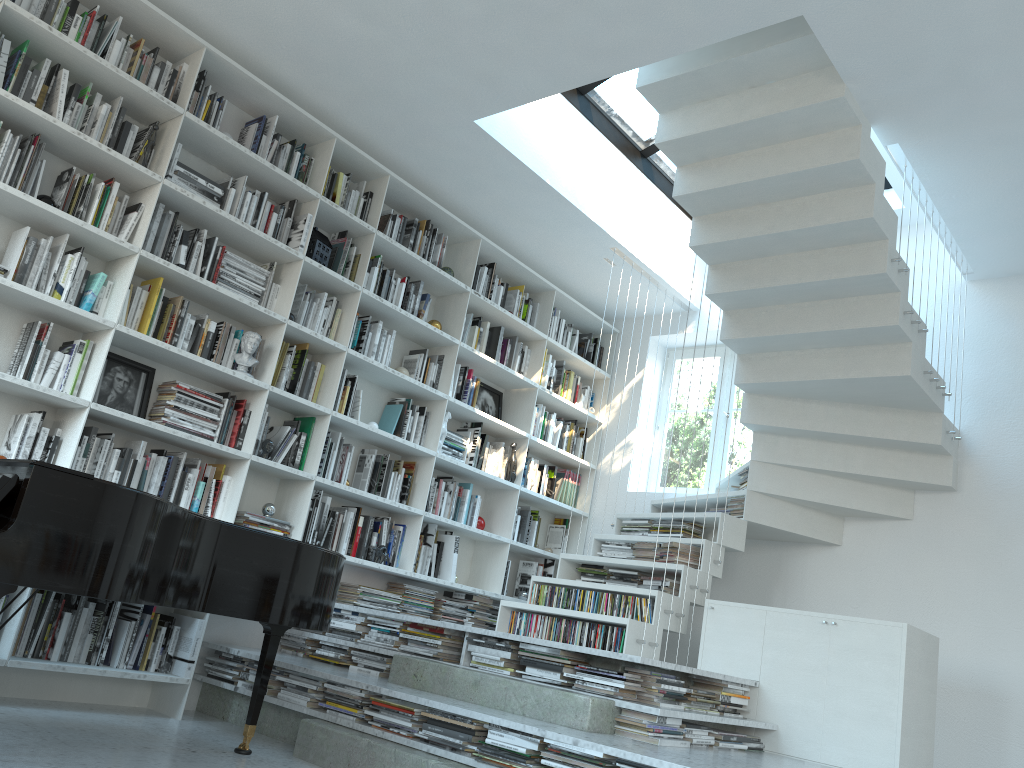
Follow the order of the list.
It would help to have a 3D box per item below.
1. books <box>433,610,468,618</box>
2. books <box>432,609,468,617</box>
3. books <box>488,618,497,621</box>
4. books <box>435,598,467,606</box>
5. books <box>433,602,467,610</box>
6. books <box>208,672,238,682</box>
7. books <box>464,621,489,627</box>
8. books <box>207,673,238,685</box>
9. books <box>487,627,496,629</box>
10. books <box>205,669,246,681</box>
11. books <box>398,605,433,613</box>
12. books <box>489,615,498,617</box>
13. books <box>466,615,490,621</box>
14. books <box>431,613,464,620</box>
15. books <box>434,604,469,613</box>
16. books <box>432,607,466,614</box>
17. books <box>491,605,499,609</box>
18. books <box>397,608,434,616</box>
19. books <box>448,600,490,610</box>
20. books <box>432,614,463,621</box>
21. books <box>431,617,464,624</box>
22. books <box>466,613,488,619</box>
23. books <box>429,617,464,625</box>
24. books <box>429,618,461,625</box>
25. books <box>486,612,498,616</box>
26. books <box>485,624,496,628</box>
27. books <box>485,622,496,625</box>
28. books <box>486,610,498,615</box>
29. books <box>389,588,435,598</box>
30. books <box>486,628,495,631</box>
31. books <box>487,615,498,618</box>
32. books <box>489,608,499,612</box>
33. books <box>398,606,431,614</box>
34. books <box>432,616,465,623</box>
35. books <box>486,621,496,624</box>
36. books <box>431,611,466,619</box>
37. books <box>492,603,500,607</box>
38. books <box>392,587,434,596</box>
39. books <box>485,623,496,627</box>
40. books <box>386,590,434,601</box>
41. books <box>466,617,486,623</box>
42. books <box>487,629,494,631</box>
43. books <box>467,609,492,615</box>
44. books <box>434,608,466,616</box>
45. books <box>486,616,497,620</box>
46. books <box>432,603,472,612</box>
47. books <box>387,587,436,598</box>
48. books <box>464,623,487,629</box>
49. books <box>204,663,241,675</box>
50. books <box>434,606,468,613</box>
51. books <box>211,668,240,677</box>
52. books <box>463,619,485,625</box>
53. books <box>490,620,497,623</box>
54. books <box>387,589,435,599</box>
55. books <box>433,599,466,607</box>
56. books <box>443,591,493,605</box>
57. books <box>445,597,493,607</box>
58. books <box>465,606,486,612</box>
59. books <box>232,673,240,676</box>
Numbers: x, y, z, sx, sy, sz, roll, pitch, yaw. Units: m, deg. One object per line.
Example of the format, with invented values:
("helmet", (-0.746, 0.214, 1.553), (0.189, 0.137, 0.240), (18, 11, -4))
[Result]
("books", (-0.416, 1.499, 5.772), (0.206, 0.007, 0.369), (-4, -22, 41))
("books", (-0.414, 1.492, 5.774), (0.207, 0.008, 0.328), (-4, -22, 41))
("books", (-0.164, 1.606, 6.056), (0.198, 0.008, 0.355), (-5, -22, 43))
("books", (-0.400, 1.427, 5.790), (0.206, 0.007, 0.369), (-4, -22, 42))
("books", (-0.404, 1.448, 5.784), (0.207, 0.008, 0.328), (-4, -22, 42))
("books", (-1.382, 1.469, 4.430), (0.233, 0.009, 0.155), (-1, -20, 35))
("books", (-0.309, 1.565, 5.830), (0.281, 0.008, 0.168), (-2, -20, 36))
("books", (-1.383, 1.481, 4.427), (0.241, 0.015, 0.172), (-3, -21, 40))
("books", (-0.174, 1.656, 6.040), (0.201, 0.009, 0.360), (-5, -22, 43))
("books", (-1.386, 1.456, 4.426), (0.261, 0.012, 0.180), (-5, -22, 43))
("books", (-0.645, 1.390, 5.502), (0.159, 0.007, 0.286), (-4, -22, 42))
("books", (-0.160, 1.582, 6.063), (0.198, 0.008, 0.355), (-2, -21, 37))
("books", (-0.298, 1.530, 5.845), (0.292, 0.008, 0.159), (-5, -22, 43))
("books", (-0.416, 1.513, 5.766), (0.207, 0.008, 0.328), (-4, -22, 42))
("books", (-0.409, 1.463, 5.782), (0.206, 0.007, 0.369), (-3, -21, 39))
("books", (-0.407, 1.478, 5.774), (0.207, 0.008, 0.328), (-2, -21, 37))
("books", (-0.151, 1.530, 6.081), (0.198, 0.017, 0.355), (-4, -22, 42))
("books", (-0.642, 1.403, 5.493), (0.159, 0.007, 0.286), (-6, -23, 45))
("books", (-0.287, 1.464, 5.863), (0.243, 0.015, 0.165), (-5, -22, 43))
("books", (-0.415, 1.520, 5.762), (0.206, 0.007, 0.369), (-2, -21, 37))
("books", (-0.424, 1.535, 5.764), (0.207, 0.008, 0.328), (-3, -21, 40))
("books", (-0.293, 1.521, 5.851), (0.236, 0.014, 0.166), (-3, -21, 40))
("books", (-0.423, 1.542, 5.760), (0.206, 0.007, 0.369), (-4, -22, 41))
("books", (-0.420, 1.549, 5.754), (0.207, 0.008, 0.328), (-5, -22, 43))
("books", (-0.161, 1.574, 6.067), (0.198, 0.008, 0.355), (-2, -21, 38))
("books", (-0.177, 1.648, 6.046), (0.203, 0.009, 0.321), (-3, -21, 39))
("books", (-0.174, 1.630, 6.051), (0.201, 0.009, 0.360), (-3, -21, 39))
("books", (-0.150, 1.562, 6.066), (0.198, 0.017, 0.355), (-6, -23, 45))
("books", (-0.625, 1.303, 5.523), (0.161, 0.005, 0.254), (-5, -23, 44))
("books", (-0.181, 1.665, 6.042), (0.201, 0.009, 0.360), (-4, -22, 41))
("books", (-0.161, 1.590, 6.060), (0.199, 0.009, 0.316), (-2, -21, 37))
("books", (-0.150, 1.546, 6.073), (0.199, 0.018, 0.316), (-2, -20, 36))
("books", (-0.643, 1.397, 5.497), (0.161, 0.007, 0.255), (-2, -20, 36))
("books", (-0.421, 1.528, 5.764), (0.207, 0.008, 0.328), (-3, -21, 39))
("books", (-0.167, 1.622, 6.051), (0.198, 0.008, 0.355), (-2, -21, 37))
("books", (-0.414, 1.506, 5.768), (0.207, 0.008, 0.328), (-2, -21, 38))
("books", (-0.152, 1.514, 6.090), (0.198, 0.017, 0.355), (-3, -21, 40))
("books", (-0.622, 1.293, 5.525), (0.161, 0.005, 0.255), (-1, -20, 35))
("books", (-0.173, 1.639, 6.047), (0.203, 0.009, 0.321), (-2, -21, 38))
("books", (-0.635, 1.317, 5.521), (0.159, 0.005, 0.286), (-3, -21, 39))
("books", (-0.297, 1.548, 5.846), (0.209, 0.013, 0.149), (-5, -22, 43))
("books", (-0.173, 1.673, 6.031), (0.201, 0.009, 0.360), (-1, -20, 35))
("books", (-0.291, 1.494, 5.855), (0.282, 0.010, 0.169), (-3, -21, 39))
("books", (-0.408, 1.485, 5.772), (0.206, 0.007, 0.369), (-5, -22, 43))
("books", (-0.159, 1.598, 6.055), (0.200, 0.009, 0.316), (-6, -23, 45))
("books", (-0.399, 1.456, 5.777), (0.207, 0.008, 0.328), (-6, -23, 45))
("books", (-0.626, 1.298, 5.526), (0.159, 0.005, 0.286), (-2, -21, 37))
("books", (-0.305, 1.584, 5.833), (0.244, 0.025, 0.161), (-3, -21, 39))
("books", (-1.382, 1.432, 4.431), (0.278, 0.012, 0.178), (-2, -20, 36))
("books", (-0.408, 1.470, 5.778), (0.207, 0.008, 0.328), (-4, -22, 42))
("books", (-1.370, 1.454, 4.445), (0.291, 0.008, 0.122), (-1, -20, 35))
("books", (-0.307, 1.555, 5.833), (0.206, 0.012, 0.183), (-3, -21, 39))
("books", (-0.164, 1.614, 6.052), (0.200, 0.009, 0.316), (-5, -23, 44))
("books", (-0.628, 1.307, 5.519), (0.159, 0.005, 0.286), (-2, -20, 36))
("books", (-0.394, 1.433, 5.782), (0.205, 0.007, 0.369), (-1, -20, 35))
("books", (-0.288, 1.414, 5.864), (0.267, 0.035, 0.205), (-4, -22, 41))
("books", (-0.284, 1.446, 5.867), (0.285, 0.012, 0.160), (-2, -20, 36))
("books", (-0.293, 1.478, 5.854), (0.196, 0.019, 0.173), (-6, -23, 45))
("books", (-1.371, 1.447, 4.444), (0.286, 0.005, 0.139), (-5, -22, 43))
